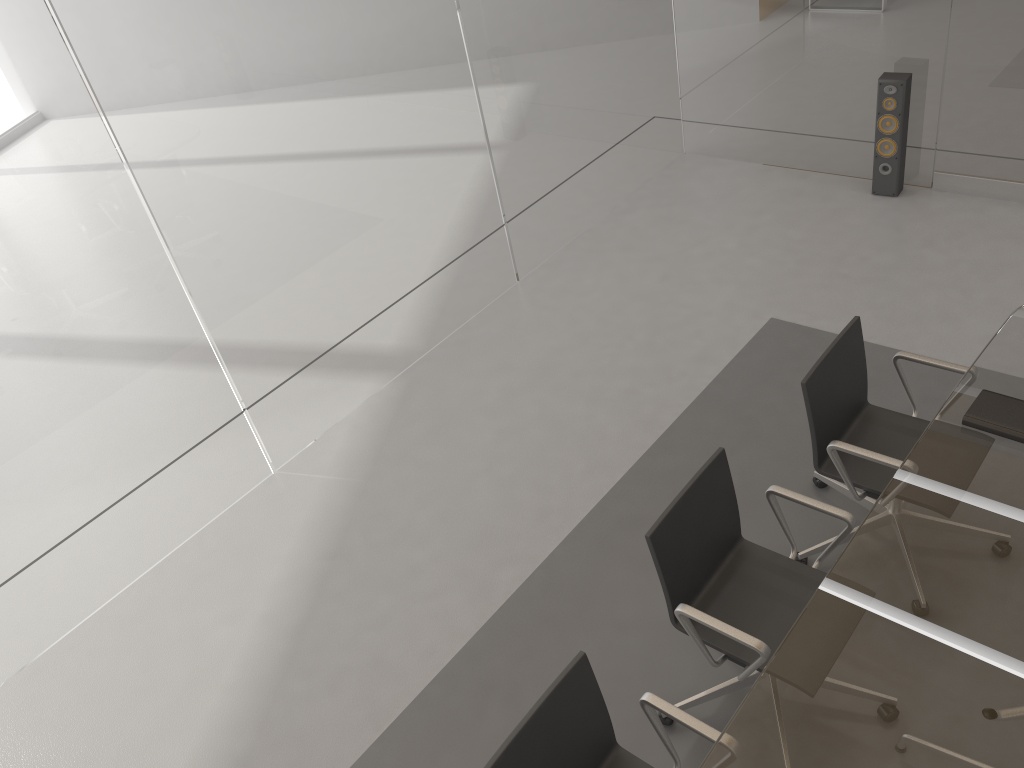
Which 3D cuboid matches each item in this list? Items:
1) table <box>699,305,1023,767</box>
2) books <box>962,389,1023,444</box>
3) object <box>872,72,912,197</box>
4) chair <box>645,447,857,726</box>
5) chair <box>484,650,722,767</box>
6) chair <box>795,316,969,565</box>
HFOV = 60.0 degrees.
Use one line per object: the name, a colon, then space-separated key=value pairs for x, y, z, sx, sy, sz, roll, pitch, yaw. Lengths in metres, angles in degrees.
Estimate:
table: x=1.452 y=0.959 z=2.204 sx=1.372 sy=0.721 sz=3.054 roll=20 pitch=48 yaw=37
books: x=1.492 y=0.098 z=2.691 sx=0.183 sy=0.032 sz=0.164 roll=22 pitch=49 yaw=38
object: x=2.192 y=-1.431 z=5.136 sx=0.152 sy=0.706 sz=0.124 roll=16 pitch=46 yaw=34
chair: x=0.813 y=0.700 z=2.684 sx=0.710 sy=0.805 sz=0.731 roll=6 pitch=41 yaw=25
chair: x=0.347 y=1.182 z=2.199 sx=0.710 sy=0.805 sz=0.731 roll=6 pitch=41 yaw=25
chair: x=1.382 y=0.266 z=3.075 sx=0.710 sy=0.805 sz=0.731 roll=6 pitch=41 yaw=25
